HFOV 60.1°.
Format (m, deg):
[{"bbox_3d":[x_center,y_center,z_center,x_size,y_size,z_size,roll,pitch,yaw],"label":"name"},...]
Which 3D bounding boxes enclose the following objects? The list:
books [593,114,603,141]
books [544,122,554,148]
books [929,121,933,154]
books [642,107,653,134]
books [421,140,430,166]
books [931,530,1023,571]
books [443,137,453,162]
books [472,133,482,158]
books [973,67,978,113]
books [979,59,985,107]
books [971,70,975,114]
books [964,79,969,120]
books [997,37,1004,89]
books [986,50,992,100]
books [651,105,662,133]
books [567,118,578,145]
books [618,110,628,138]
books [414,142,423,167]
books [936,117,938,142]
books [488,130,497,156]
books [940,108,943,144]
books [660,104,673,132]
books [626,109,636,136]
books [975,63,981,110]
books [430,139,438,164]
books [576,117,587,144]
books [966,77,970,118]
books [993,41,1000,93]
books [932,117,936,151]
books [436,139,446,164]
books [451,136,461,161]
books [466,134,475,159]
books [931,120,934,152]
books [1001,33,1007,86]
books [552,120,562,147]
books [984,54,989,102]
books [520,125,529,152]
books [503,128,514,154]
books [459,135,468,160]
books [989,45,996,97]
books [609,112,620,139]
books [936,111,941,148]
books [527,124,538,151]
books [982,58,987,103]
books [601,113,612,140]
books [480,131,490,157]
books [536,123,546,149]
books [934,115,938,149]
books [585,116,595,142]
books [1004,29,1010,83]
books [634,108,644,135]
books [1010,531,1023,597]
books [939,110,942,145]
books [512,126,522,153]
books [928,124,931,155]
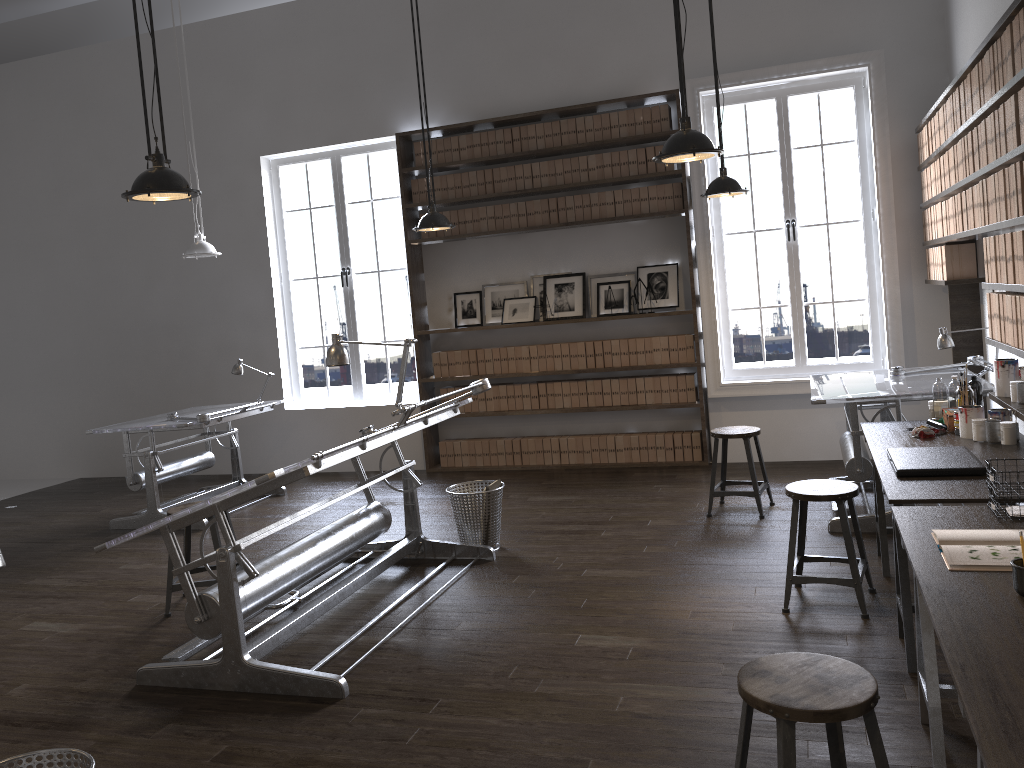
[{"bbox_3d":[0.731,-2.108,7.353,0.066,0.225,0.175,-4,4,19],"label":"books"},{"bbox_3d":[0.332,-2.086,7.487,0.066,0.225,0.175,-4,4,19],"label":"books"},{"bbox_3d":[2.827,-1.615,5.782,0.174,0.225,0.067,-4,3,19],"label":"books"},{"bbox_3d":[1.118,-2.129,7.221,0.066,0.225,0.175,-4,4,19],"label":"books"},{"bbox_3d":[-0.731,-2.027,7.836,0.066,0.225,0.175,-4,4,19],"label":"books"},{"bbox_3d":[1.319,0.448,2.445,0.256,0.029,0.356,-3,6,19],"label":"books"},{"bbox_3d":[-0.529,-2.039,7.774,0.066,0.225,0.175,-4,4,19],"label":"books"},{"bbox_3d":[-0.273,-2.052,7.683,0.067,0.225,0.175,-4,4,19],"label":"books"},{"bbox_3d":[2.328,-1.425,4.266,0.174,0.225,0.067,-4,3,19],"label":"books"},{"bbox_3d":[2.285,-1.408,4.130,0.174,0.225,0.067,-4,3,19],"label":"books"},{"bbox_3d":[2.349,-1.432,4.325,0.174,0.225,0.067,-4,3,19],"label":"books"},{"bbox_3d":[2.415,-1.457,4.519,0.174,0.225,0.067,-4,3,19],"label":"books"},{"bbox_3d":[2.153,-1.358,3.730,0.174,0.225,0.067,-4,3,19],"label":"books"},{"bbox_3d":[2.214,-1.382,3.931,0.174,0.225,0.067,-4,3,19],"label":"books"},{"bbox_3d":[1.185,-2.133,7.199,0.066,0.225,0.175,-4,4,19],"label":"books"},{"bbox_3d":[0.526,-2.096,7.414,0.067,0.225,0.175,-4,4,19],"label":"books"},{"bbox_3d":[0.931,-2.119,7.281,0.066,0.225,0.175,-4,4,19],"label":"books"},{"bbox_3d":[-0.800,-2.023,7.859,0.067,0.225,0.175,-4,4,19],"label":"books"},{"bbox_3d":[2.742,-1.581,5.508,0.174,0.225,0.067,-4,3,19],"label":"books"},{"bbox_3d":[-0.140,-2.060,7.644,0.066,0.225,0.175,-4,4,19],"label":"books"},{"bbox_3d":[2.677,-1.557,5.322,0.174,0.225,0.067,-4,3,19],"label":"books"},{"bbox_3d":[1.251,-2.136,7.172,0.066,0.225,0.175,-4,4,19],"label":"books"},{"bbox_3d":[0.991,-2.122,7.263,0.066,0.225,0.175,-4,4,19],"label":"books"},{"bbox_3d":[2.304,-1.416,4.198,0.174,0.225,0.067,-4,3,19],"label":"books"},{"bbox_3d":[-0.662,-2.031,7.816,0.066,0.225,0.175,-4,4,19],"label":"books"},{"bbox_3d":[0.595,-2.100,7.391,0.066,0.225,0.175,-4,4,19],"label":"books"},{"bbox_3d":[2.393,-1.448,4.452,0.174,0.225,0.067,-4,3,19],"label":"books"},{"bbox_3d":[2.176,-1.367,3.801,0.174,0.225,0.067,-4,3,19],"label":"books"},{"bbox_3d":[2.782,-1.597,5.643,0.174,0.225,0.067,-4,3,19],"label":"books"},{"bbox_3d":[-0.594,-2.035,7.798,0.066,0.225,0.175,-4,4,19],"label":"books"},{"bbox_3d":[-0.464,-2.042,7.748,0.067,0.225,0.175,-4,4,19],"label":"books"},{"bbox_3d":[-0.335,-2.049,7.708,0.066,0.225,0.175,-4,4,19],"label":"books"},{"bbox_3d":[2.809,-1.606,5.709,0.174,0.225,0.067,-4,3,19],"label":"books"},{"bbox_3d":[2.133,-1.350,3.663,0.174,0.225,0.067,-4,3,19],"label":"books"},{"bbox_3d":[0.397,-2.090,7.463,0.066,0.225,0.175,-4,4,19],"label":"books"},{"bbox_3d":[2.240,-1.391,3.998,0.174,0.225,0.067,-4,3,19],"label":"books"},{"bbox_3d":[0.135,-2.075,7.552,0.066,0.225,0.175,-4,4,19],"label":"books"},{"bbox_3d":[-0.006,-2.068,7.600,0.066,0.225,0.175,-4,4,19],"label":"books"},{"bbox_3d":[-0.395,-2.046,7.727,0.066,0.225,0.175,-4,4,19],"label":"books"},{"bbox_3d":[2.191,-1.374,3.862,0.174,0.225,0.067,-4,3,19],"label":"books"},{"bbox_3d":[0.862,-2.115,7.303,0.067,0.225,0.175,-4,4,19],"label":"books"},{"bbox_3d":[2.715,-1.572,5.446,0.174,0.225,0.067,-4,3,19],"label":"books"},{"bbox_3d":[0.195,-2.078,7.525,0.066,0.225,0.175,-4,4,19],"label":"books"},{"bbox_3d":[2.265,-1.400,4.063,0.174,0.225,0.067,-4,3,19],"label":"books"},{"bbox_3d":[0.797,-2.112,7.329,0.066,0.225,0.175,-4,4,19],"label":"books"},{"bbox_3d":[-0.207,-2.056,7.667,0.066,0.225,0.175,-4,4,19],"label":"books"},{"bbox_3d":[0.265,-2.082,7.505,0.066,0.225,0.175,-4,4,19],"label":"books"},{"bbox_3d":[2.764,-1.589,5.575,0.174,0.225,0.067,-4,3,19],"label":"books"},{"bbox_3d":[0.664,-2.104,7.371,0.066,0.225,0.175,-4,4,19],"label":"books"},{"bbox_3d":[2.108,-1.341,3.598,0.174,0.225,0.067,-4,3,19],"label":"books"},{"bbox_3d":[1.053,-2.125,7.237,0.067,0.225,0.175,-4,4,19],"label":"books"},{"bbox_3d":[1.358,0.430,2.010,0.385,0.147,0.296,-3,5,19],"label":"books"},{"bbox_3d":[2.699,-1.565,5.381,0.174,0.225,0.067,-4,3,19],"label":"books"},{"bbox_3d":[0.063,-2.071,7.571,0.067,0.225,0.175,-4,4,19],"label":"books"},{"bbox_3d":[2.856,-1.624,5.850,0.174,0.225,0.067,-4,3,19],"label":"books"}]
